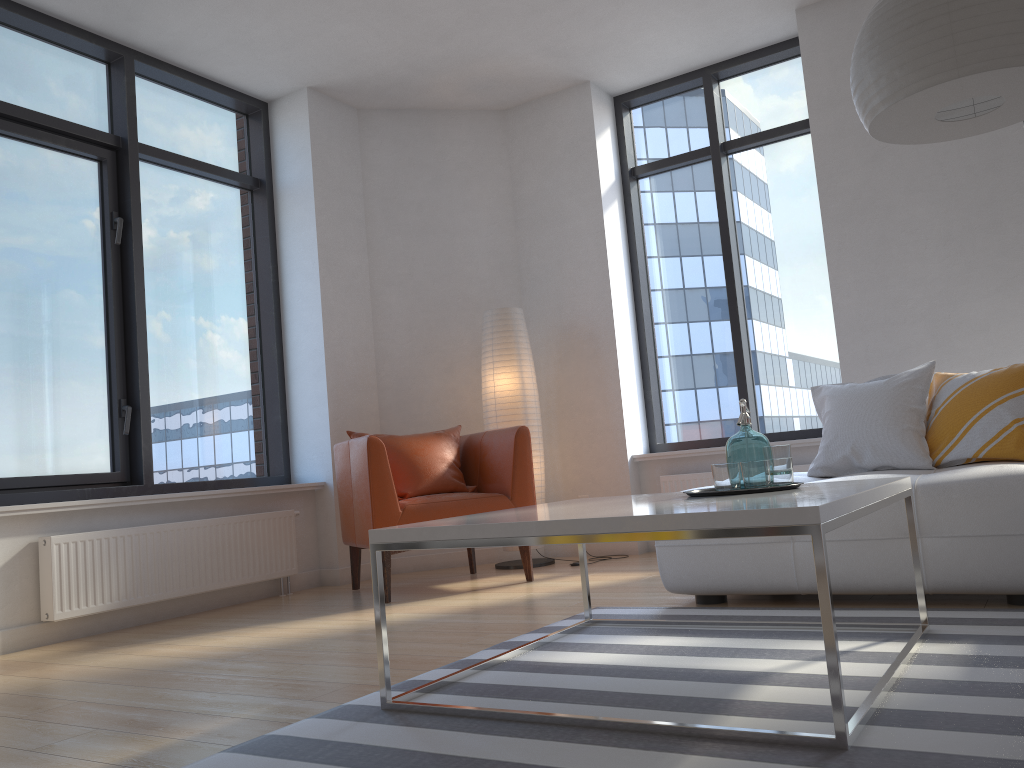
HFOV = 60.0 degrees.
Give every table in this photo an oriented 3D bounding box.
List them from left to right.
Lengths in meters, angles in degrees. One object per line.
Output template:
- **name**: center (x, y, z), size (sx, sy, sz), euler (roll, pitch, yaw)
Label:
- **table**: center (0.412, 0.529, 2.348), size (1.091, 0.435, 1.091), euler (-9, -7, 32)

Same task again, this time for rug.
- **rug**: center (0.410, 0.724, 2.065), size (1.662, 0.016, 2.326), euler (-9, -7, 31)

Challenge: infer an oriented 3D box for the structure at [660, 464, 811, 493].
- **structure**: center (1.363, 0.723, 5.115), size (1.015, 0.460, 0.110), euler (-9, -7, 32)

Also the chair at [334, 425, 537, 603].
- **chair**: center (-0.441, 0.638, 4.710), size (0.896, 0.858, 0.843), euler (-2, -6, -26)

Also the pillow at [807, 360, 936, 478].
- **pillow**: center (1.806, 0.059, 3.004), size (0.580, 0.456, 2.156), euler (-1, -7, -32)

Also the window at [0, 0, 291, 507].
- **window**: center (-2.024, -0.608, 4.684), size (0.170, 2.402, 1.960), euler (-9, -7, 32)

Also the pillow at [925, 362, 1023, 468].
- **pillow**: center (1.912, 0.038, 2.704), size (0.630, 0.440, 2.095), euler (-4, -6, -11)

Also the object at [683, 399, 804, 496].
- **object**: center (0.636, 0.171, 2.500), size (0.330, 0.265, 0.330), euler (-1, -7, -34)

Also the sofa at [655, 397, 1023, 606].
- **sofa**: center (1.373, 0.301, 2.300), size (2.614, 0.732, 3.424), euler (-9, -7, 32)

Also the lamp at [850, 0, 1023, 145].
- **lamp**: center (2.490, -0.689, 3.036), size (3.199, 2.647, 0.710), euler (-3, -6, -22)

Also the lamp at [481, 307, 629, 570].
- **lamp**: center (0.240, 0.296, 5.352), size (0.804, 1.550, 0.502), euler (-4, -6, -8)

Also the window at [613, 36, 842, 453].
- **window**: center (1.376, -0.817, 5.567), size (1.310, 2.402, 0.170), euler (-9, -7, 32)

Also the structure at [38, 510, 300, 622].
- **structure**: center (-1.593, 0.908, 4.381), size (0.110, 0.460, 1.474), euler (-9, -7, 32)
